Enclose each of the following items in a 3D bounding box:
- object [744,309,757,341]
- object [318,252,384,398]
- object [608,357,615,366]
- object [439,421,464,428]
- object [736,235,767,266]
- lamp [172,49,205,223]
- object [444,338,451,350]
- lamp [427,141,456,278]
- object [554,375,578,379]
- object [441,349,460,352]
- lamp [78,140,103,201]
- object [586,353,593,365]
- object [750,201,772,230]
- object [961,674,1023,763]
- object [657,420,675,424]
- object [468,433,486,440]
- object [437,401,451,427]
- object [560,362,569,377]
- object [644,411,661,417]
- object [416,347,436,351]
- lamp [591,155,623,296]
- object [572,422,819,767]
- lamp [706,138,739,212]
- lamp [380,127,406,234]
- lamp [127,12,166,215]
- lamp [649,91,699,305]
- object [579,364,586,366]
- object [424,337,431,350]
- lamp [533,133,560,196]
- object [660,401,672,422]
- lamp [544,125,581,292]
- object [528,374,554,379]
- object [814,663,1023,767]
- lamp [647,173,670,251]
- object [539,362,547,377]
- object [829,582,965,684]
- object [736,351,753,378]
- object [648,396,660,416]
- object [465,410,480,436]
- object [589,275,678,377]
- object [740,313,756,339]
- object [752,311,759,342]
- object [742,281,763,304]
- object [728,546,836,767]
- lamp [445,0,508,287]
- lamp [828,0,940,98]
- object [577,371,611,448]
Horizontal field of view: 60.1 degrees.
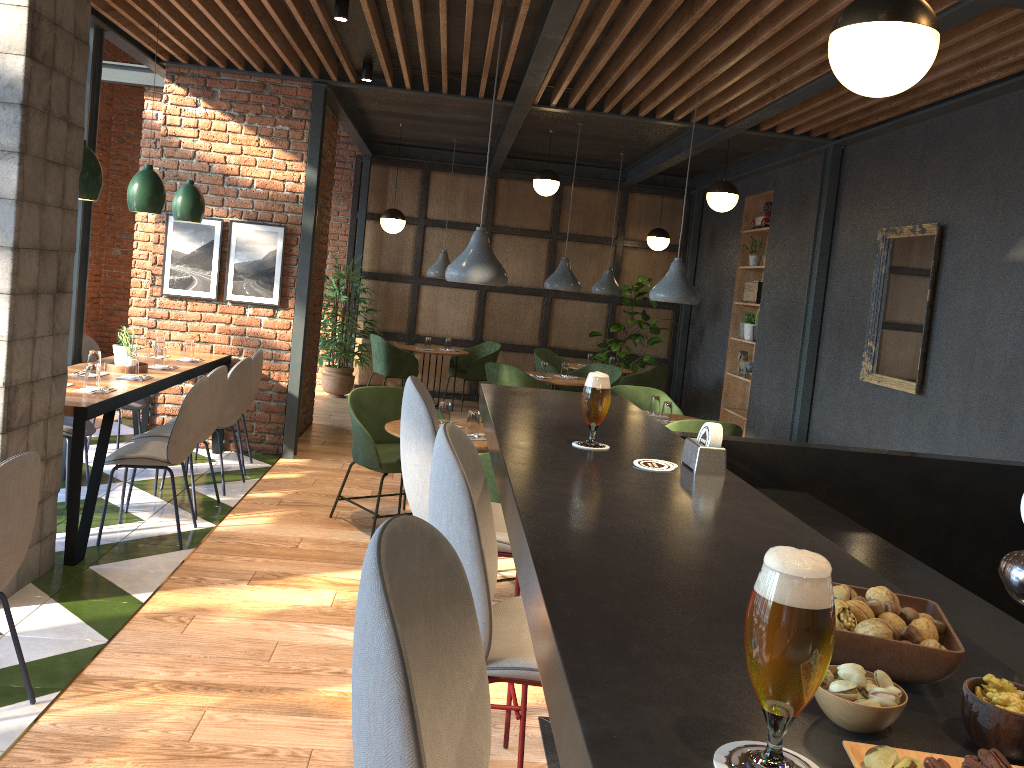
[{"bbox_3d":[2.482,-0.614,9.173,0.213,0.328,0.233,6,5,1],"label":"object"},{"bbox_3d":[-1.989,-0.701,10.407,0.977,1.717,0.917,2,6,-39],"label":"object"},{"bbox_3d":[1.115,-0.234,9.928,0.080,0.138,0.080,6,5,3],"label":"object"},{"bbox_3d":[-0.392,0.233,5.118,0.242,0.019,0.158,1,8,-35],"label":"object"},{"bbox_3d":[2.547,-1.381,9.179,0.174,0.328,0.539,4,6,-25],"label":"object"},{"bbox_3d":[-2.240,-2.170,6.324,0.224,2.015,0.224,6,4,-1],"label":"lamp"},{"bbox_3d":[-0.747,-0.467,10.319,0.080,0.138,0.080,4,5,-26],"label":"object"},{"bbox_3d":[-0.582,-3.443,10.033,0.354,4.476,0.353,8,4,31],"label":"lamp"},{"bbox_3d":[0.535,-0.070,8.569,0.157,0.019,0.244,0,8,-40],"label":"object"},{"bbox_3d":[-0.722,-0.398,10.321,0.157,0.019,0.244,1,8,-39],"label":"object"},{"bbox_3d":[-2.106,-1.939,4.430,0.224,2.015,0.224,6,4,-1],"label":"lamp"},{"bbox_3d":[0.889,-0.277,10.103,0.080,0.138,0.080,3,5,-27],"label":"object"},{"bbox_3d":[2.622,-1.721,9.082,0.204,0.284,0.519,5,6,-5],"label":"object"},{"bbox_3d":[0.446,0.297,0.807,0.078,0.060,0.108,6,6,3],"label":"object"},{"bbox_3d":[1.065,0.260,6.161,0.242,0.019,0.158,5,7,-5],"label":"object"},{"bbox_3d":[-0.217,0.283,4.835,0.242,0.019,0.158,1,8,-35],"label":"object"},{"bbox_3d":[-0.389,0.171,5.083,0.080,0.138,0.080,4,5,-22],"label":"object"},{"bbox_3d":[0.510,-0.139,8.565,0.080,0.138,0.080,9,5,33],"label":"object"},{"bbox_3d":[1.055,0.221,6.494,0.242,0.019,0.158,5,7,-5],"label":"object"},{"bbox_3d":[-0.994,-0.403,10.127,0.157,0.019,0.244,1,8,-39],"label":"object"},{"bbox_3d":[1.289,-3.230,9.820,0.354,4.476,0.353,8,4,31],"label":"lamp"},{"bbox_3d":[0.320,0.191,1.422,0.322,0.105,1.516,6,7,-1],"label":"object"},{"bbox_3d":[1.980,-3.352,7.476,0.268,3.782,0.269,3,5,-33],"label":"lamp"},{"bbox_3d":[-1.098,-3.488,9.367,0.269,3.782,0.268,9,5,38],"label":"lamp"},{"bbox_3d":[-2.177,-2.062,5.437,0.224,2.015,0.224,6,4,-1],"label":"lamp"},{"bbox_3d":[1.367,-2.797,6.123,0.354,4.476,0.353,8,4,31],"label":"lamp"},{"bbox_3d":[0.872,-0.216,10.131,0.158,0.019,0.242,11,8,40],"label":"object"},{"bbox_3d":[-0.962,-0.466,10.128,0.080,0.138,0.080,4,5,-26],"label":"object"},{"bbox_3d":[0.521,-3.769,8.796,0.268,3.782,0.269,4,4,-25],"label":"lamp"},{"bbox_3d":[1.082,0.193,6.180,0.080,0.138,0.080,2,6,-42],"label":"object"},{"bbox_3d":[0.699,-3.110,8.260,0.354,4.476,0.353,8,4,31],"label":"lamp"},{"bbox_3d":[0.266,-0.074,8.369,0.157,0.019,0.244,0,8,-40],"label":"object"},{"bbox_3d":[0.348,0.303,0.707,0.164,0.052,0.293,6,6,4],"label":"object"},{"bbox_3d":[1.900,-3.447,10.314,0.269,3.782,0.268,9,5,38],"label":"lamp"},{"bbox_3d":[0.298,-0.138,8.371,0.080,0.138,0.080,9,5,33],"label":"object"},{"bbox_3d":[0.386,0.266,0.968,0.168,0.072,0.168,7,6,15],"label":"object"},{"bbox_3d":[2.451,-0.204,9.230,0.150,0.257,0.524,5,6,-5],"label":"object"},{"bbox_3d":[1.043,0.156,6.465,0.080,0.138,0.080,2,6,-42],"label":"object"},{"bbox_3d":[-0.214,0.215,4.857,0.080,0.138,0.080,4,5,-22],"label":"object"},{"bbox_3d":[1.438,-0.426,10.697,1.057,1.789,0.724,6,4,6],"label":"object"},{"bbox_3d":[2.502,-0.619,9.390,0.172,0.294,0.191,3,5,-30],"label":"object"},{"bbox_3d":[2.502,-0.595,8.934,0.144,0.349,0.144,7,4,12],"label":"object"},{"bbox_3d":[2.559,-0.948,9.181,0.199,0.240,0.342,5,6,-10],"label":"object"},{"bbox_3d":[0.219,0.221,0.709,0.070,0.182,0.070,7,4,16],"label":"object"},{"bbox_3d":[0.022,-2.780,4.790,0.354,4.476,0.353,8,4,31],"label":"lamp"},{"bbox_3d":[1.140,-2.628,2.188,0.268,3.782,0.269,6,4,-3],"label":"lamp"},{"bbox_3d":[0.199,0.059,2.124,0.070,0.177,0.070,6,4,-1],"label":"object"}]
